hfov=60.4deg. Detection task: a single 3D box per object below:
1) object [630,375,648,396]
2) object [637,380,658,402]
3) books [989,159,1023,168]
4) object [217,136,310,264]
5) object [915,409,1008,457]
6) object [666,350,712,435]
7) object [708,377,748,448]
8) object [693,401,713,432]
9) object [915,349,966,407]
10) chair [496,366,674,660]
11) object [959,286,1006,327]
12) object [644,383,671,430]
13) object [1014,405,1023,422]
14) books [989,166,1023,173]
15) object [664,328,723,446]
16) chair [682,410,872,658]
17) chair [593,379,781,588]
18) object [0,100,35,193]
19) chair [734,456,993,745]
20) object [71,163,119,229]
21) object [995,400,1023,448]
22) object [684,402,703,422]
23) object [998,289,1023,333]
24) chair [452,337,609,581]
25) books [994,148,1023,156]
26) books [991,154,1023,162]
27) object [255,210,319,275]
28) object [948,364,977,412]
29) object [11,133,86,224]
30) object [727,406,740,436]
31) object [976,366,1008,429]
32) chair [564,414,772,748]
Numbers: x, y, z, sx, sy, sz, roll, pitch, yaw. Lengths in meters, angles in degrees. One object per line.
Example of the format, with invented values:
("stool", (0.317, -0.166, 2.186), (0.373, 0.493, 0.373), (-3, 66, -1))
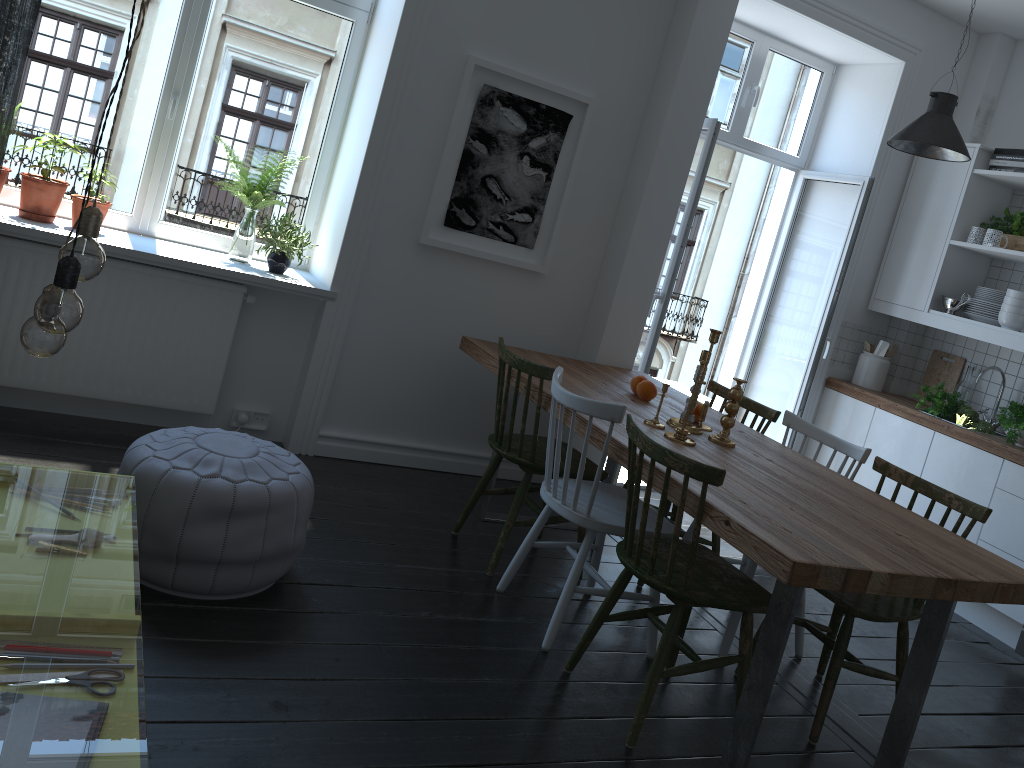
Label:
("object", (0.552, 0.007, 3.796), (0.082, 0.089, 0.090), (10, 9, -36))
("object", (0.569, 0.029, 3.715), (0.091, 0.087, 0.084), (16, 7, 0))
("books", (2.823, -1.161, 4.784), (0.257, 0.030, 0.336), (10, 12, -28))
("object", (-1.177, -0.832, 4.049), (0.399, 0.560, 0.327), (19, 7, 27))
("object", (2.403, 0.264, 4.705), (0.350, 0.110, 0.381), (10, 11, -26))
("object", (0.695, 0.022, 3.336), (0.142, 0.308, 0.140), (17, 6, 16))
("object", (0.808, 0.102, 3.253), (0.100, 0.245, 0.102), (15, 5, -3))
("object", (0.750, 0.117, 3.448), (0.101, 0.113, 0.105), (9, 10, -41))
("object", (2.519, -0.022, 5.181), (0.040, 0.327, 0.225), (13, 7, -27))
("chair", (0.284, 0.426, 3.045), (0.504, 0.834, 0.476), (13, 7, -27))
("object", (2.638, -0.418, 4.839), (0.303, 0.192, 0.307), (11, 10, -25))
("object", (0.543, 0.077, 3.227), (0.081, 0.159, 0.080), (18, 6, 20))
("object", (2.705, 0.185, 4.657), (0.086, 0.228, 0.085), (18, 6, 28))
("books", (2.826, -1.120, 4.780), (0.257, 0.043, 0.359), (11, 12, -24))
("object", (0.644, 0.005, 3.084), (0.115, 0.407, 0.113), (18, 5, 25))
("chair", (0.980, 0.549, 3.399), (0.504, 0.834, 0.476), (13, 7, -27))
("chair", (0.752, 0.412, 3.816), (0.480, 0.819, 0.478), (12, 7, -28))
("object", (-2.111, -0.963, 3.576), (0.297, 0.494, 0.341), (10, 9, -43))
("chair", (1.160, 0.696, 2.952), (0.480, 0.819, 0.478), (12, 7, -28))
("object", (-1.771, -0.785, 3.740), (0.180, 0.275, 0.193), (19, 7, 30))
("object", (2.555, 0.182, 4.356), (0.334, 0.266, 0.278), (9, 10, -36))
("object", (0.741, 0.111, 3.557), (0.084, 0.083, 0.091), (14, 8, -14))
("object", (2.687, -0.370, 4.605), (0.306, 0.214, 0.153), (11, 8, -29))
("chair", (0.099, 0.295, 3.494), (0.480, 0.819, 0.478), (12, 7, -28))
("books", (2.846, -1.222, 4.783), (0.256, 0.037, 0.333), (11, 12, -24))
("books", (2.846, -1.185, 4.776), (0.284, 0.030, 0.360), (10, 12, -26))
("object", (-1.034, -0.647, 4.024), (0.282, 0.292, 0.292), (13, 8, -22))
("object", (2.566, 0.033, 5.000), (0.097, 0.314, 0.100), (13, 6, -27))
("object", (-1.943, -0.867, 3.665), (0.256, 0.366, 0.239), (14, 6, -15))
("object", (0.827, 0.145, 3.346), (0.049, 0.138, 0.050), (13, 6, -27))
("object", (2.599, 0.088, 4.727), (0.192, 0.349, 0.272), (20, 8, 39))
("chair", (0.507, 0.578, 2.629), (0.480, 0.819, 0.478), (12, 7, -28))
